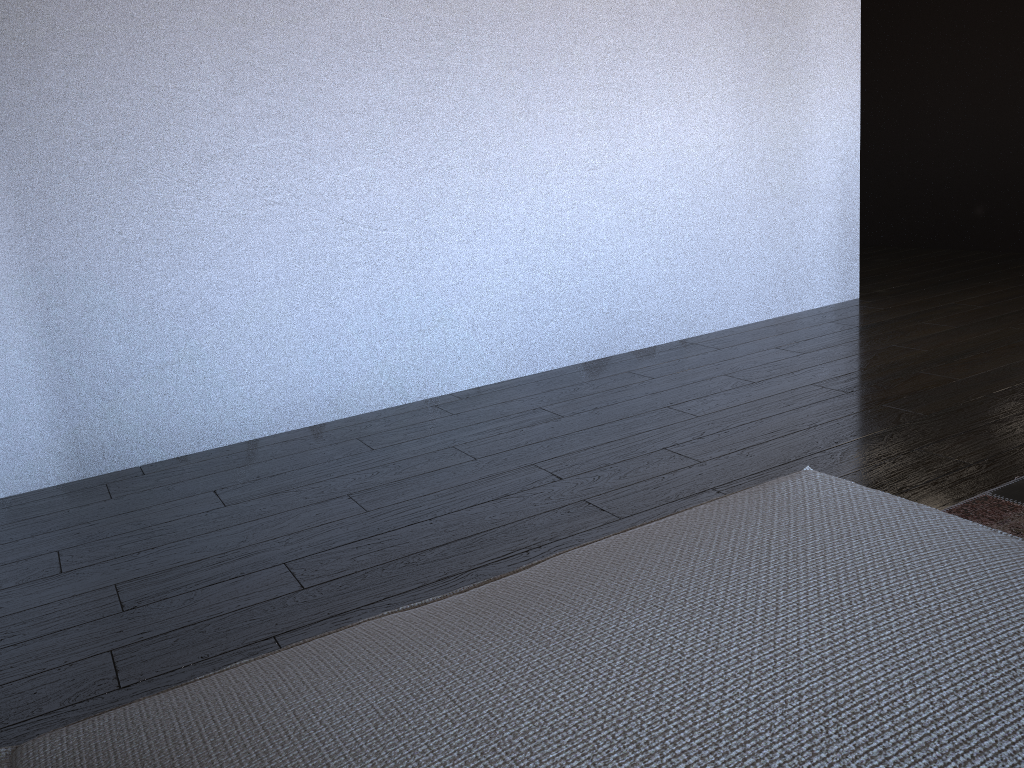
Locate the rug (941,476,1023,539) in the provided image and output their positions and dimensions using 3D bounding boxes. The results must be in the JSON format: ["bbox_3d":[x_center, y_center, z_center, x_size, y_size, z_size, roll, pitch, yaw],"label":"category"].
[{"bbox_3d":[1.690,0.419,0.967,1.431,0.013,2.362,-13,16,-27],"label":"rug"}]
